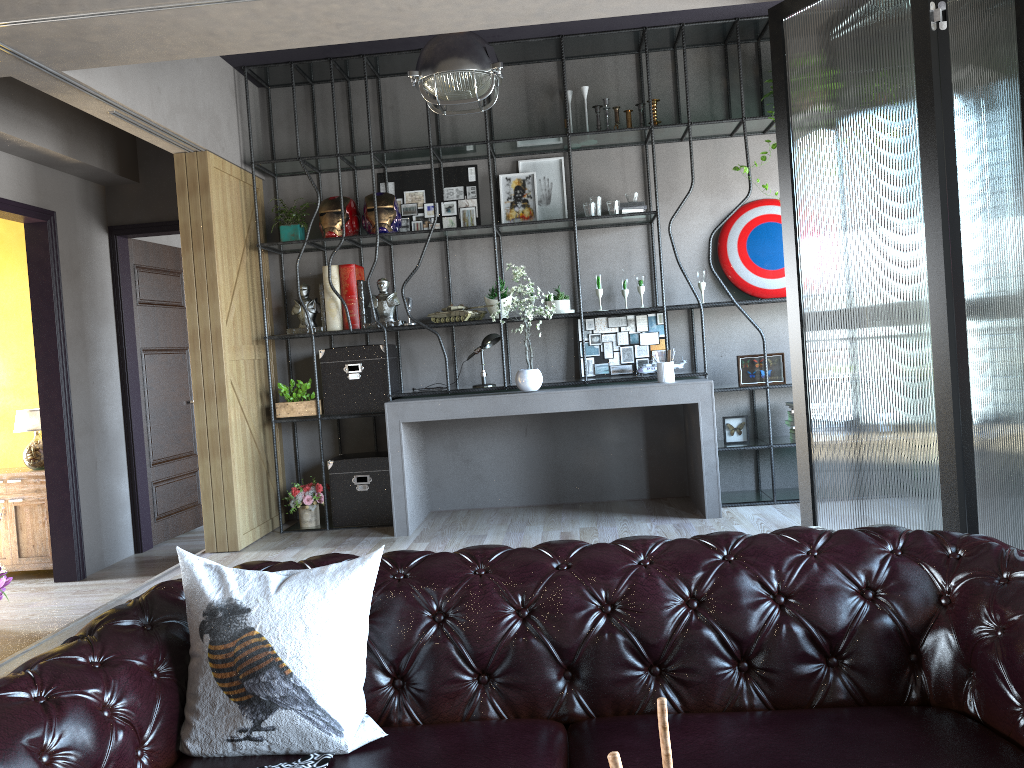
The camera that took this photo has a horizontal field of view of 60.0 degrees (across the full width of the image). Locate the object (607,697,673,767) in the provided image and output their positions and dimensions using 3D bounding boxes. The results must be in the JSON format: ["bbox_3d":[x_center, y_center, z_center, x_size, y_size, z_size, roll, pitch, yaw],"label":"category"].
[{"bbox_3d":[0.172,0.580,0.792,0.156,0.583,0.185,-4,1,4],"label":"object"}]

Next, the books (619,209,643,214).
[{"bbox_3d":[0.816,-1.217,6.334,0.166,0.024,0.227,-5,2,-17],"label":"books"}]

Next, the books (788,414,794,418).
[{"bbox_3d":[2.025,0.219,6.149,0.155,0.022,0.205,-4,2,-1],"label":"books"}]

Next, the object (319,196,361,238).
[{"bbox_3d":[-1.250,-1.187,6.351,0.280,0.327,0.399,-4,2,9],"label":"object"}]

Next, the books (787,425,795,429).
[{"bbox_3d":[2.026,0.287,6.147,0.192,0.014,0.255,-4,2,7],"label":"books"}]

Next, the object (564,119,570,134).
[{"bbox_3d":[0.387,-1.774,6.165,0.135,0.129,0.135,-5,2,-23],"label":"object"}]

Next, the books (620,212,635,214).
[{"bbox_3d":[0.826,-1.188,6.328,0.179,0.034,0.243,-5,2,-13],"label":"books"}]

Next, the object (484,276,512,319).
[{"bbox_3d":[-0.092,-0.611,6.257,0.193,0.305,0.137,-3,2,38],"label":"object"}]

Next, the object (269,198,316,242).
[{"bbox_3d":[-1.591,-1.165,6.391,0.324,0.339,0.295,-6,2,-40],"label":"object"}]

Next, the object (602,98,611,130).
[{"bbox_3d":[0.659,-1.851,6.145,0.100,0.243,0.100,-4,2,13],"label":"object"}]

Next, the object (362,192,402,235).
[{"bbox_3d":[-0.933,-1.209,6.327,0.280,0.327,0.399,-4,2,-6],"label":"object"}]

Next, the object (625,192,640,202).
[{"bbox_3d":[0.856,-1.318,6.300,0.103,0.068,0.103,-4,2,-3],"label":"object"}]

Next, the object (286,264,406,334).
[{"bbox_3d":[-1.200,-0.614,6.391,0.833,0.466,0.290,-4,2,4],"label":"object"}]

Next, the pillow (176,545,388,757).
[{"bbox_3d":[-0.561,0.620,2.144,0.528,0.469,0.283,-4,2,7],"label":"pillow"}]

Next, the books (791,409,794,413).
[{"bbox_3d":[2.021,0.178,6.134,0.162,0.023,0.231,-3,2,20],"label":"books"}]

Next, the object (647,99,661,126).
[{"bbox_3d":[0.987,-1.869,6.145,0.130,0.232,0.130,-5,2,-18],"label":"object"}]

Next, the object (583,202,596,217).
[{"bbox_3d":[0.536,-1.192,6.104,0.092,0.099,0.093,-3,2,42],"label":"object"}]

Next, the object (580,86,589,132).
[{"bbox_3d":[0.531,-1.922,6.333,0.128,0.390,0.128,-5,2,-36],"label":"object"}]

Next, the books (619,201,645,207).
[{"bbox_3d":[0.816,-1.267,6.327,0.225,0.029,0.179,-4,2,-4],"label":"books"}]

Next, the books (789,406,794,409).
[{"bbox_3d":[2.020,0.157,6.147,0.155,0.020,0.205,-4,2,4],"label":"books"}]

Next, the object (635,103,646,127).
[{"bbox_3d":[0.912,-1.868,6.249,0.084,0.233,0.084,-5,1,-15],"label":"object"}]

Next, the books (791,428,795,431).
[{"bbox_3d":[2.042,0.305,6.136,0.175,0.023,0.249,-4,2,5],"label":"books"}]

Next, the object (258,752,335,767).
[{"bbox_3d":[-0.726,1.127,1.272,0.562,0.569,1.700,-3,2,24],"label":"object"}]

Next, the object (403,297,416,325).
[{"bbox_3d":[-0.729,-0.512,6.251,0.093,0.200,0.093,-4,1,-1],"label":"object"}]

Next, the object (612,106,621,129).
[{"bbox_3d":[0.750,-1.855,6.309,0.080,0.226,0.080,-5,2,-23],"label":"object"}]

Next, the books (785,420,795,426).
[{"bbox_3d":[2.024,0.266,6.145,0.193,0.028,0.245,-4,2,-1],"label":"books"}]

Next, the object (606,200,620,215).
[{"bbox_3d":[0.698,-1.204,6.092,0.092,0.099,0.092,-5,2,-38],"label":"object"}]

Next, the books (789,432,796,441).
[{"bbox_3d":[2.045,0.361,6.136,0.192,0.043,0.248,-4,2,4],"label":"books"}]

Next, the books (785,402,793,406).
[{"bbox_3d":[2.009,0.137,6.142,0.159,0.024,0.201,-4,2,-6],"label":"books"}]

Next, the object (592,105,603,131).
[{"bbox_3d":[0.606,-1.845,6.222,0.084,0.233,0.084,-3,2,31],"label":"object"}]

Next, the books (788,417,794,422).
[{"bbox_3d":[2.021,0.241,6.151,0.158,0.021,0.224,-4,2,4],"label":"books"}]

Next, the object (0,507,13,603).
[{"bbox_3d":[-1.395,0.549,2.132,0.349,0.484,0.352,-3,2,35],"label":"object"}]

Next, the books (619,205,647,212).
[{"bbox_3d":[0.828,-1.241,6.334,0.243,0.024,0.175,-4,2,0],"label":"books"}]

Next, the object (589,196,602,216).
[{"bbox_3d":[0.590,-1.228,6.204,0.087,0.155,0.087,-4,2,17],"label":"object"}]

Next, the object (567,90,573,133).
[{"bbox_3d":[0.424,-1.918,6.411,0.128,0.390,0.128,-5,2,-27],"label":"object"}]

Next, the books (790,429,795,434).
[{"bbox_3d":[2.044,0.328,6.137,0.175,0.023,0.249,-4,2,0],"label":"books"}]

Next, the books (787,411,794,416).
[{"bbox_3d":[2.023,0.199,6.143,0.174,0.019,0.244,-4,2,4],"label":"books"}]

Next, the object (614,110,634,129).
[{"bbox_3d":[0.811,-1.816,6.145,0.189,0.152,0.190,-3,2,27],"label":"object"}]
